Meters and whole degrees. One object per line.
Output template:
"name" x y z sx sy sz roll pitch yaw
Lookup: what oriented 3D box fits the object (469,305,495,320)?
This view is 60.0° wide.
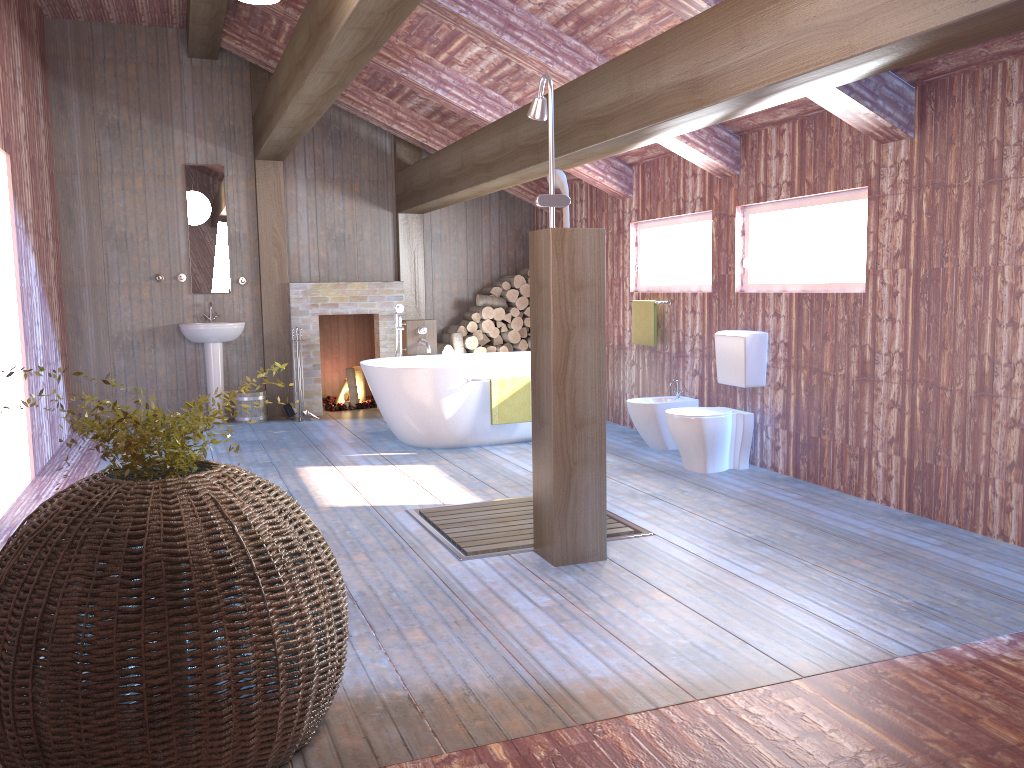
"object" -0.316 -0.740 9.142 0.135 0.145 0.439 -3 7 -20

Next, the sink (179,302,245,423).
"sink" -2.780 -0.193 8.290 0.582 1.143 0.475 -3 7 -21

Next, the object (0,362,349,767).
"object" -0.949 0.467 2.434 0.972 1.073 0.970 -6 8 -40

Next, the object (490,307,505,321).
"object" -0.208 -0.733 9.184 0.138 0.147 0.440 -3 7 -20

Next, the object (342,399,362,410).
"object" -1.668 0.210 9.269 0.085 0.084 0.278 2 7 26

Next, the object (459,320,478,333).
"object" -0.450 -0.594 9.094 0.115 0.123 0.291 -3 7 -20

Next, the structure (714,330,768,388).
"structure" 1.527 -0.172 5.929 0.182 0.363 0.358 -3 7 -20

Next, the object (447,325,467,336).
"object" -0.564 -0.547 9.107 0.114 0.113 0.301 -4 7 -23

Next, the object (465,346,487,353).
"object" -0.401 -0.337 9.164 0.139 0.148 0.458 -3 7 -20

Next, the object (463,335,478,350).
"object" -0.480 -0.439 9.107 0.138 0.147 0.440 -3 7 -20

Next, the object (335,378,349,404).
"object" -1.770 0.090 9.386 0.221 0.306 0.121 0 6 7

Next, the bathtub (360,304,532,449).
"bathtub" -0.243 -0.097 7.197 1.935 1.109 1.460 -1 6 1

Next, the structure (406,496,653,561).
"structure" 0.053 0.749 4.669 1.000 0.067 1.000 -3 7 -21

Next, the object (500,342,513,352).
"object" -0.097 -0.386 9.366 0.116 0.118 0.289 -4 7 -23

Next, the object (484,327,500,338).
"object" -0.230 -0.544 9.187 0.115 0.123 0.291 -3 7 -20

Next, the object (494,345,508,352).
"object" -0.166 -0.361 9.234 0.098 0.100 0.437 -4 7 -22

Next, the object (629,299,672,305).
"object" 1.101 -0.662 7.161 0.091 0.043 0.581 -3 7 -20

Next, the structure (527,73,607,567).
"structure" 0.246 -0.306 4.050 0.328 2.209 0.522 -1 6 0

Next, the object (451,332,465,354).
"object" -0.540 -0.373 8.906 0.147 0.298 0.109 -3 7 -18

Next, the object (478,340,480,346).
"object" -0.393 -0.429 9.151 0.064 0.068 0.174 -3 7 -21

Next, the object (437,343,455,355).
"object" -0.720 -0.344 9.035 0.139 0.137 0.455 -4 7 -22

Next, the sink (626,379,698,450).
"sink" 1.108 0.231 6.661 0.515 0.517 0.335 -3 7 -20

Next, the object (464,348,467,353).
"object" -0.570 -0.346 9.181 0.121 0.124 0.291 -3 7 -20

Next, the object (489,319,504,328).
"object" -0.165 -0.625 9.207 0.088 0.092 0.280 -3 7 -20

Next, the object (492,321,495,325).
"object" -0.230 -0.628 9.166 0.057 0.061 0.156 -3 7 -21

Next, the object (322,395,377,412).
"object" -1.763 0.192 9.565 0.829 0.085 0.935 -6 8 -38

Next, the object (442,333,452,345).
"object" -0.631 -0.467 9.163 0.108 0.113 0.302 -3 7 -20

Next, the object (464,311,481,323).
"object" -0.407 -0.688 9.117 0.106 0.112 0.282 -3 7 -20

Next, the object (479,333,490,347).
"object" -0.337 -0.472 9.262 0.128 0.150 0.323 -3 7 -20

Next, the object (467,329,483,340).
"object" -0.401 -0.510 9.140 0.111 0.113 0.301 -3 7 -21

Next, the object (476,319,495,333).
"object" -0.323 -0.603 9.147 0.141 0.143 0.437 -4 7 -22

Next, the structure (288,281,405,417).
"structure" -1.636 -0.353 8.862 1.130 1.330 0.226 -3 7 -21

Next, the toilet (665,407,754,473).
"toilet" 1.276 0.373 5.896 0.534 0.400 0.375 -3 7 -20

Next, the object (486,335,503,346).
"object" -0.198 -0.466 9.318 0.104 0.127 0.321 -3 7 -20

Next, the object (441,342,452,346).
"object" -0.668 -0.383 9.155 0.099 0.093 0.280 -3 7 -20

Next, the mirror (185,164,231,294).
"mirror" -2.863 -1.452 8.352 0.350 1.199 0.009 -3 7 -21

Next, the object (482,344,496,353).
"object" -0.263 -0.352 9.202 0.114 0.120 0.303 -3 7 -20
